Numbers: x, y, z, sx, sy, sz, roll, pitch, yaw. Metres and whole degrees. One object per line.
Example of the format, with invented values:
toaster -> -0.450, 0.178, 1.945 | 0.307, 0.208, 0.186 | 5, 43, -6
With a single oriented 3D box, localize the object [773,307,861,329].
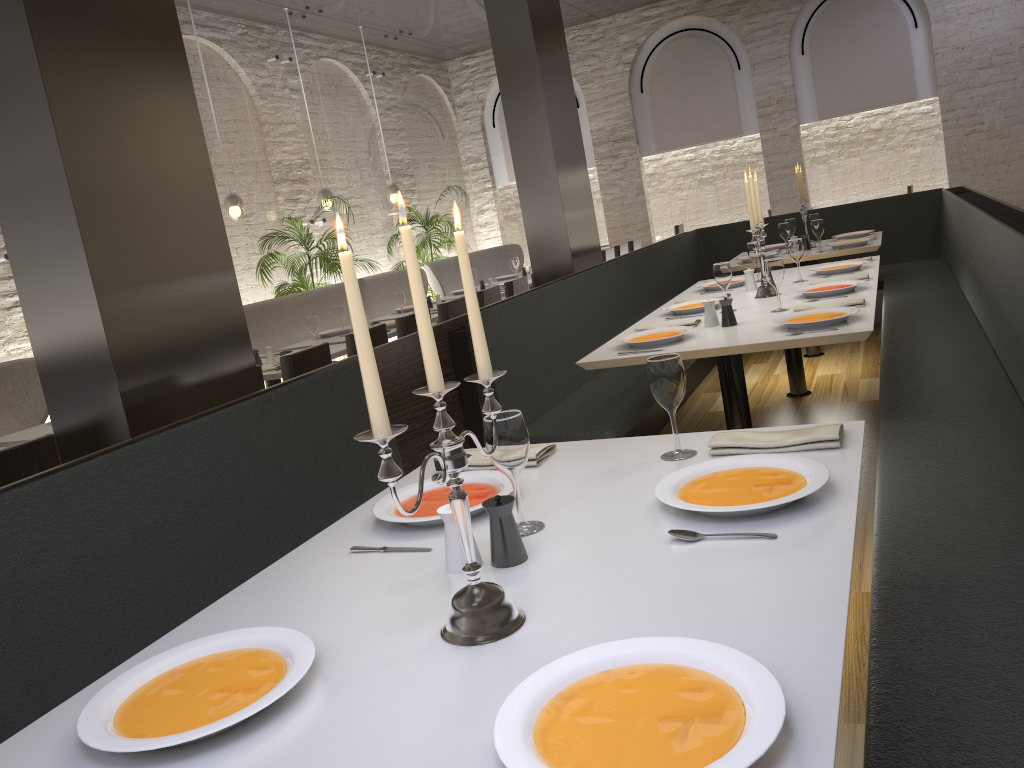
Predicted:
object -> 1.165, -0.247, 3.393 | 0.321, 0.036, 0.324 | -10, 10, 0

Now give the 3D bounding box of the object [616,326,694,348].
object -> 0.592, -0.188, 3.654 | 0.321, 0.036, 0.324 | -6, 11, 22

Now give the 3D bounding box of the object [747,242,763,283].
object -> 1.416, -0.707, 5.131 | 0.086, 0.229, 0.087 | -5, 10, 36

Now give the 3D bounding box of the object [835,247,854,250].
object -> 2.311, -0.935, 6.091 | 0.181, 0.015, 0.038 | -6, 11, 26

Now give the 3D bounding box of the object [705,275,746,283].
object -> 1.347, -0.651, 5.496 | 0.272, 0.033, 0.144 | -6, 11, 24

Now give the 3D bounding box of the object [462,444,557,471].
object -> -0.038, 0.182, 2.242 | 0.272, 0.033, 0.144 | -6, 11, 24

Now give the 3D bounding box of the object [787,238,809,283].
object -> 1.537, -0.664, 4.767 | 0.086, 0.229, 0.087 | -5, 10, 36

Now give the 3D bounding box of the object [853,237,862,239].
object -> 2.598, -1.109, 6.766 | 0.181, 0.015, 0.038 | -6, 11, 26

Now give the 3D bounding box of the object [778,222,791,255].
object -> 2.032, -1.080, 6.578 | 0.087, 0.229, 0.086 | -15, 9, -29

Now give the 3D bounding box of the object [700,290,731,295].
object -> 1.149, -0.519, 4.982 | 0.185, 0.010, 0.017 | -6, 10, 24

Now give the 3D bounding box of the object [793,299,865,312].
object -> 1.324, -0.324, 3.696 | 0.272, 0.033, 0.144 | -6, 11, 24

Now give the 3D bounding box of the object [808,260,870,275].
object -> 1.810, -0.638, 4.907 | 0.321, 0.036, 0.324 | -7, 11, 20

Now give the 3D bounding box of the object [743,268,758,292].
object -> 1.285, -0.561, 4.777 | 0.068, 0.126, 0.069 | -8, 9, 18

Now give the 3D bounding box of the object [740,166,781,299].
object -> 1.221, -0.759, 4.395 | 0.131, 0.653, 0.393 | -5, 10, 35

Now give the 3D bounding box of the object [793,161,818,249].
object -> 2.195, -1.349, 6.683 | 0.131, 0.653, 0.393 | -5, 10, 35

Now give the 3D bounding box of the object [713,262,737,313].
object -> 0.993, -0.451, 4.139 | 0.086, 0.229, 0.087 | -7, 9, 24

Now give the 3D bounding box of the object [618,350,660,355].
object -> 0.503, -0.127, 3.464 | 0.185, 0.010, 0.017 | -6, 10, 24

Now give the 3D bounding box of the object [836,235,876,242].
object -> 2.574, -1.081, 6.632 | 0.272, 0.033, 0.144 | -6, 11, 24

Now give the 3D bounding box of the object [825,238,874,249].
object -> 2.382, -0.985, 6.252 | 0.321, 0.036, 0.324 | -10, 10, 0

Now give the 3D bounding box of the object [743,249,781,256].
object -> 1.953, -1.018, 6.919 | 0.272, 0.033, 0.144 | -6, 11, 24

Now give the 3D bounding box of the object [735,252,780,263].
object -> 1.808, -0.926, 6.514 | 0.321, 0.036, 0.324 | -10, 10, 0

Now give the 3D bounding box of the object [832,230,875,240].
object -> 2.669, -1.159, 6.926 | 0.322, 0.036, 0.323 | -14, 10, -17

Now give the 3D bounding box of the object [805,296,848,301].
object -> 1.406, -0.386, 3.965 | 0.181, 0.015, 0.038 | -6, 11, 26

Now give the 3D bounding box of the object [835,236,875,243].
object -> 2.514, -1.045, 6.492 | 0.272, 0.033, 0.144 | -6, 11, 24

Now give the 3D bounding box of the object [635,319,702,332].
object -> 0.701, -0.259, 3.977 | 0.272, 0.033, 0.144 | -6, 11, 24

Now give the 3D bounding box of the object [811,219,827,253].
object -> 2.153, -1.037, 6.214 | 0.087, 0.229, 0.086 | -15, 9, -29

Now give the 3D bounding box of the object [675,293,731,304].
object -> 1.017, -0.451, 4.721 | 0.272, 0.033, 0.144 | -6, 11, 24

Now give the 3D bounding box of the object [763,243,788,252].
object -> 2.095, -1.100, 7.187 | 0.321, 0.036, 0.324 | -7, 11, 20

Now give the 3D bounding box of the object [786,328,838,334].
object -> 1.090, -0.194, 3.222 | 0.181, 0.015, 0.038 | -6, 11, 26

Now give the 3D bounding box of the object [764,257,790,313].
object -> 1.154, -0.432, 3.866 | 0.086, 0.229, 0.087 | -14, 9, -23

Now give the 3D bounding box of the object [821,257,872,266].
object -> 1.971, -0.716, 5.215 | 0.272, 0.033, 0.144 | -6, 11, 24

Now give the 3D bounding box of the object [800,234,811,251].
object -> 2.186, -1.055, 6.603 | 0.069, 0.126, 0.069 | -14, 9, -23

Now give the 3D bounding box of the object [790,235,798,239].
object -> 2.123, -1.053, 6.657 | 0.069, 0.126, 0.069 | -14, 9, -23

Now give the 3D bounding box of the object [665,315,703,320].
object -> 0.819, -0.319, 4.207 | 0.185, 0.010, 0.017 | -6, 10, 24

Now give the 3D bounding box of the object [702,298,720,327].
object -> 0.851, -0.306, 3.802 | 0.069, 0.126, 0.068 | -18, 11, -42

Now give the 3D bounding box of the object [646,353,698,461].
object -> 0.358, 0.051, 1.996 | 0.086, 0.229, 0.087 | -5, 10, 36

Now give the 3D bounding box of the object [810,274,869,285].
object -> 1.640, -0.515, 4.439 | 0.272, 0.033, 0.144 | -6, 11, 24

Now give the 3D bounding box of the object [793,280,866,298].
object -> 1.483, -0.440, 4.139 | 0.321, 0.036, 0.324 | -1, 14, 44

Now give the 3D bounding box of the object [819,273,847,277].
object -> 1.736, -0.586, 4.741 | 0.181, 0.015, 0.038 | -6, 11, 26

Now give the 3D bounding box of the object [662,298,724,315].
object -> 0.909, -0.381, 4.401 | 0.321, 0.036, 0.324 | -1, 14, 44

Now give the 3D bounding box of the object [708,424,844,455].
object -> 0.585, 0.118, 1.960 | 0.272, 0.033, 0.144 | -6, 11, 24

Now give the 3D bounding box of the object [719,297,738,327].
object -> 0.906, -0.302, 3.724 | 0.069, 0.126, 0.069 | -16, 10, -34

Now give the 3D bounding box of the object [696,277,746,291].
object -> 1.236, -0.579, 5.169 | 0.321, 0.036, 0.324 | -7, 11, 20

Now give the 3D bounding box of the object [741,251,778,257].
object -> 1.894, -0.982, 6.780 | 0.272, 0.033, 0.144 | -6, 11, 24

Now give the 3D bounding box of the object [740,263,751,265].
object -> 1.724, -0.867, 6.333 | 0.185, 0.010, 0.017 | -6, 10, 24

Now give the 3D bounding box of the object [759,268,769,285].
object -> 1.358, -0.568, 4.740 | 0.068, 0.126, 0.069 | -8, 9, 18
